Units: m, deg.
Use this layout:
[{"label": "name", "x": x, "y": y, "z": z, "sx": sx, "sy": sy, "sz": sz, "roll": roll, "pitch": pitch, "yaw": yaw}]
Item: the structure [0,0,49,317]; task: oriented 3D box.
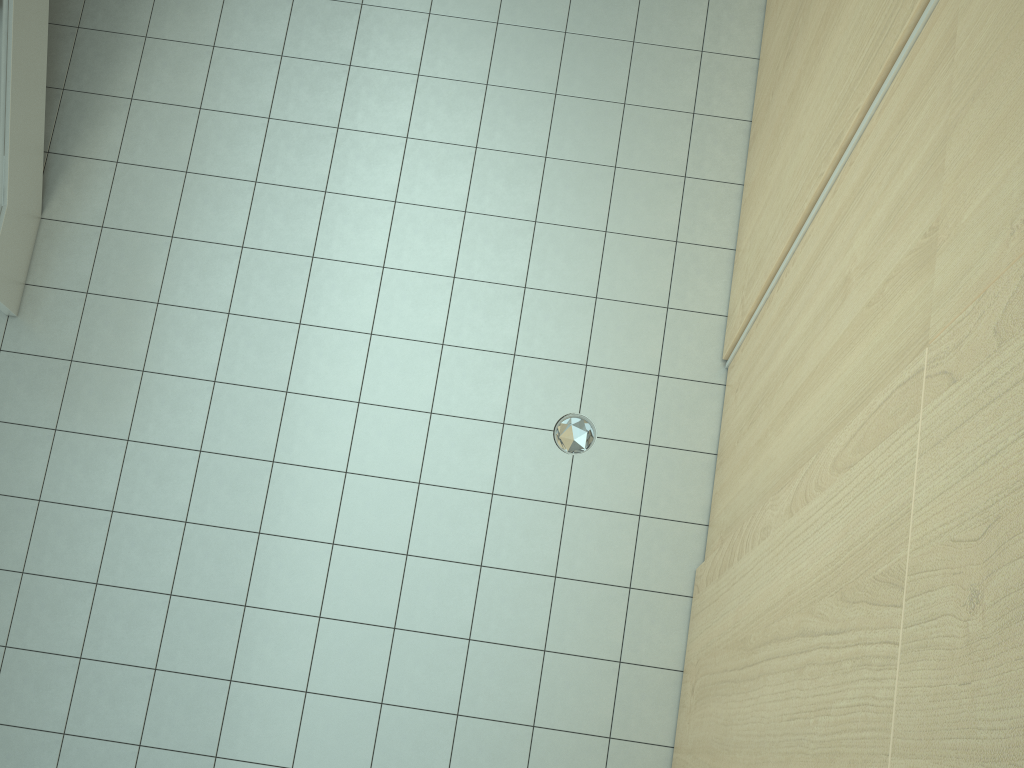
[{"label": "structure", "x": -2.100, "y": -6.938, "z": 2.761, "sx": 1.884, "sy": 4.486, "sz": 12.026, "roll": 9, "pitch": 80, "yaw": 3}]
